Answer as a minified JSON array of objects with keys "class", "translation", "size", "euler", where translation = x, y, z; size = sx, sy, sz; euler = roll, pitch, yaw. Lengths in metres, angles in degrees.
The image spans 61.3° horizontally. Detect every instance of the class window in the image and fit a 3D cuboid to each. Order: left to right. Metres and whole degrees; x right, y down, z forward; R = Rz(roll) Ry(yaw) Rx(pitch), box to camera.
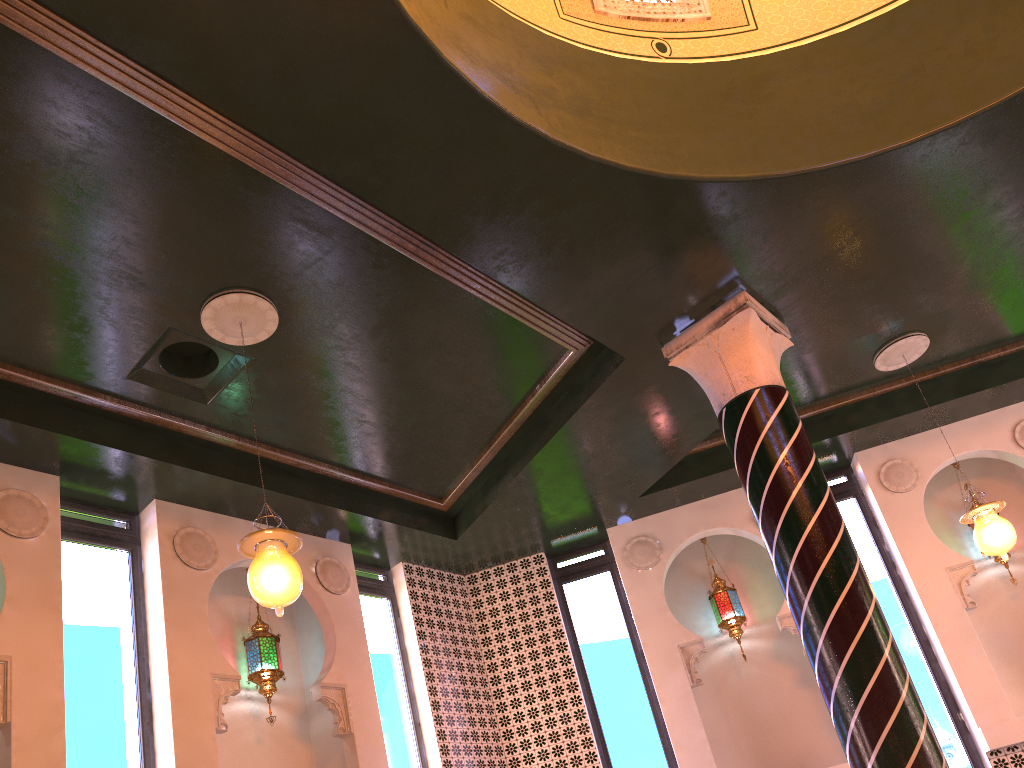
[{"class":"window","translation":[-3.005,2.853,6.350],"size":[0.096,3.673,0.799],"euler":[-30,-29,29]},{"class":"window","translation":[-1.114,3.776,8.449],"size":[0.096,3.673,0.799],"euler":[-30,-29,29]},{"class":"window","translation":[1.289,3.790,9.370],"size":[0.781,3.673,0.098],"euler":[-18,-25,7]},{"class":"window","translation":[1.369,-4.721,3.979],"size":[5.707,1.077,6.068],"euler":[-4,-34,-15]},{"class":"window","translation":[4.007,2.892,9.036],"size":[0.781,3.673,0.098],"euler":[-18,-25,7]}]

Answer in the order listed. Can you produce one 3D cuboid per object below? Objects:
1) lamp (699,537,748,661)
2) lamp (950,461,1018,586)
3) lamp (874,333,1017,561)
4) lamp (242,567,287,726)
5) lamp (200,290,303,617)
[{"class":"lamp","translation":[2.376,2.396,9.707],"size":[0.328,1.437,0.388],"euler":[-19,-26,7]},{"class":"lamp","translation":[5.135,1.496,9.385],"size":[0.364,1.437,0.350],"euler":[5,-32,-37]},{"class":"lamp","translation":[4.029,0.608,7.938],"size":[0.539,2.129,0.546],"euler":[-26,-27,21]},{"class":"lamp","translation":[-2.304,2.405,7.967],"size":[0.358,1.437,0.356],"euler":[-6,-27,-19]},{"class":"lamp","translation":[-1.644,0.457,5.585],"size":[0.539,2.129,0.546],"euler":[-26,-27,21]}]
